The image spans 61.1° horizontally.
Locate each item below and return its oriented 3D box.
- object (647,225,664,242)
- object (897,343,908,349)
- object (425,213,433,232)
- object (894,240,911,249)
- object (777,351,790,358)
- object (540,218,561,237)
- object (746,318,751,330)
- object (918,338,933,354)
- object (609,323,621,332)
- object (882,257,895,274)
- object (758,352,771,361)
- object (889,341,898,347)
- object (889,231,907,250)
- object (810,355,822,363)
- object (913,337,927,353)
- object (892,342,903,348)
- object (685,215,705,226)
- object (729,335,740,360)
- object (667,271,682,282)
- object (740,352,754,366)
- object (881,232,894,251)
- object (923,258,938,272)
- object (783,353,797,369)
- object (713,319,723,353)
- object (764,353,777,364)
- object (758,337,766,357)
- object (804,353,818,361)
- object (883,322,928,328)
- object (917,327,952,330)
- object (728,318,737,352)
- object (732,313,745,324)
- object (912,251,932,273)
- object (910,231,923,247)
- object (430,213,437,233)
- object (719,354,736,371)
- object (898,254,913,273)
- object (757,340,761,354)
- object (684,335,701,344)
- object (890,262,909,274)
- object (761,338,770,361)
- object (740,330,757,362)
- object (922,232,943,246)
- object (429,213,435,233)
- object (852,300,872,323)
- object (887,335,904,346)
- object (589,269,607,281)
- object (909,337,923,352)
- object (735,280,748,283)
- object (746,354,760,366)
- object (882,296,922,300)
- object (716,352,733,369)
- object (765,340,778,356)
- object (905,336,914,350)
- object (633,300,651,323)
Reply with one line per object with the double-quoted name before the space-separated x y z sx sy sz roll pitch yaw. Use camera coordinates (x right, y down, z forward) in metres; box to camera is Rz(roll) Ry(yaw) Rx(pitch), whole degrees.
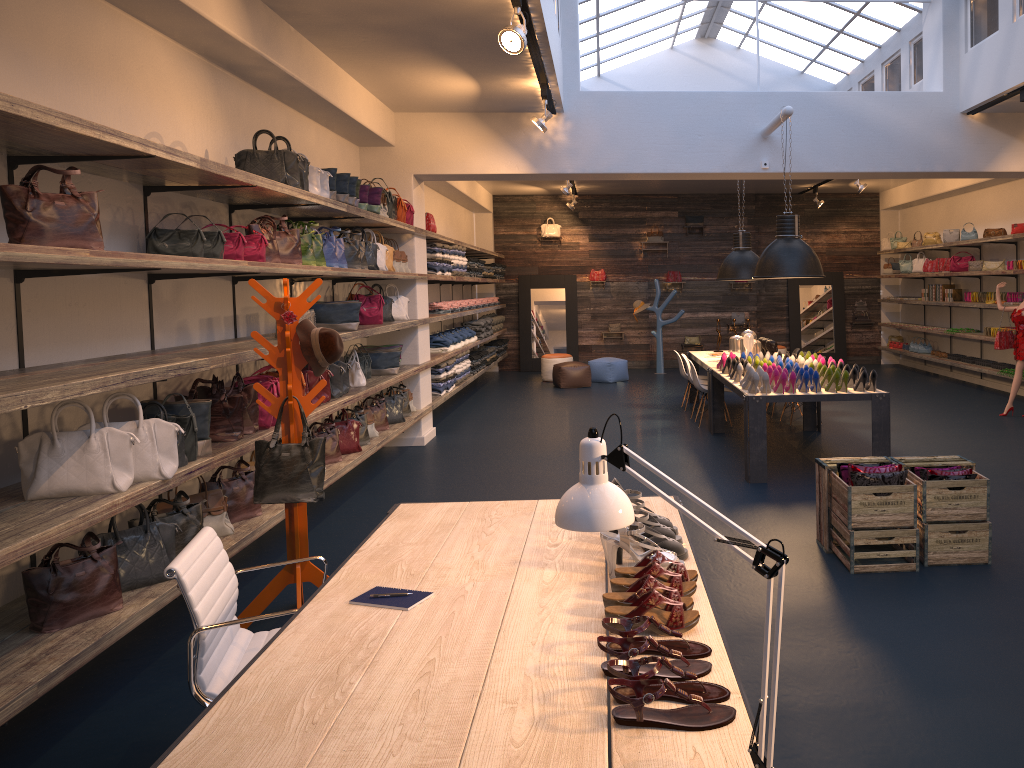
"object" 2.865 -3.008 17.385 0.344 0.334 0.169 0 4 10
"object" 7.626 -0.746 16.935 0.203 0.118 0.097 3 6 36
"object" -1.069 -1.842 9.901 0.322 0.244 0.141 -1 4 -3
"object" 7.454 -2.656 16.598 0.250 0.173 0.336 -4 7 -35
"object" 3.018 -0.279 9.712 0.202 0.195 0.243 -1 5 2
"object" 0.777 -3.109 17.244 0.443 0.385 0.185 -2 4 -14
"object" 3.299 -0.683 12.083 0.148 0.467 0.131 -2 3 -23
"object" 7.486 -0.693 15.729 0.254 0.281 0.104 2 4 37
"object" 2.058 -1.126 17.410 0.286 0.175 0.097 -3 4 -24
"object" 7.550 -2.356 17.288 0.179 0.334 0.324 -4 6 -43
"object" 2.807 -0.272 9.678 0.198 0.195 0.247 0 5 9
"object" 7.648 -0.793 17.358 0.203 0.118 0.097 3 6 35
"object" 7.514 -2.788 16.885 0.191 0.365 0.338 -4 6 -45
"object" 3.192 -0.221 9.166 0.202 0.195 0.243 -1 5 2
"object" 7.501 -0.716 15.933 0.254 0.281 0.104 2 4 37
"object" 7.626 -0.769 17.144 0.203 0.118 0.097 3 6 35
"object" 3.667 -3.276 17.416 0.428 0.231 0.174 -2 4 -9
"object" 2.670 -0.412 10.308 0.177 0.335 0.195 0 4 20
"object" 3.265 -2.159 17.437 0.333 0.254 0.133 -2 4 -14
"object" 2.605 -0.270 9.677 0.202 0.195 0.243 -1 5 2
"object" 7.597 -2.855 17.375 0.400 0.384 0.205 1 4 23
"object" 7.284 -2.056 15.040 0.149 0.253 0.311 -4 6 -37
"object" 2.998 -0.246 9.421 0.203 0.195 0.241 -1 5 0
"object" 2.862 -0.674 12.055 0.136 0.467 0.144 0 3 13
"object" 2.790 -0.242 9.406 0.202 0.195 0.243 -1 5 2
"object" 3.095 -0.432 10.667 0.155 0.284 0.154 -1 3 1
"object" 3.230 -0.249 9.422 0.202 0.195 0.243 -1 5 2
"object" 7.511 -1.133 16.624 0.351 0.024 1.883 0 6 6
"object" 7.361 -0.972 15.161 0.354 0.029 0.890 0 6 5
"object" 3.072 -0.678 12.066 0.128 0.467 0.152 2 4 44
"object" 4.587 -1.333 17.578 0.264 0.229 0.082 0 3 15
"object" 7.408 -2.199 15.663 0.209 0.384 0.392 -3 5 -34
"object" 7.377 -2.633 15.788 0.110 0.299 0.273 -3 5 -24
"object" -1.046 -1.865 10.102 0.326 0.244 0.139 -2 4 -7
"object" 2.341 -0.234 9.386 0.201 0.195 0.251 0 5 14
"object" 7.392 -2.251 16.209 0.191 0.365 0.338 -4 6 -45
"object" 2.853 -0.383 10.233 0.181 0.289 0.168 -2 4 -10
"object" 3.657 -0.887 17.494 0.388 0.173 0.216 -3 5 -23
"object" 7.501 -2.244 16.749 0.384 0.231 0.193 4 6 41
"object" 3.069 -0.404 10.417 0.155 0.284 0.154 -1 3 1
"object" 2.739 -0.423 10.046 0.209 0.411 0.195 -2 3 -10
"object" 7.248 -2.512 14.984 0.217 0.233 0.339 -4 6 -38
"object" -1.060 -1.853 9.998 0.319 0.244 0.142 -1 4 0
"object" 7.147 -1.493 17.753 0.360 0.459 0.233 -1 3 -1
"object" 7.761 -0.873 17.559 0.341 0.233 0.216 3 6 34
"object" 1.717 -2.178 17.357 0.329 0.253 0.141 0 4 10
"object" 7.516 -0.739 16.137 0.256 0.282 0.103 1 4 30
"object" 4.635 -2.171 17.549 0.251 0.242 0.216 -1 4 -4
"object" 2.587 -0.238 9.392 0.207 0.195 0.237 -1 5 -6
"object" 7.589 -1.655 16.738 0.480 0.060 1.528 0 6 5
"object" 2.380 -0.264 9.656 0.205 0.195 0.239 -1 5 -4
"object" 3.043 -0.375 10.160 0.155 0.284 0.154 -1 3 1
"object" 7.598 -0.782 16.567 0.190 0.279 0.062 0 3 21
"object" 2.501 -1.396 16.704 0.338 0.440 0.354 -1 4 -2
